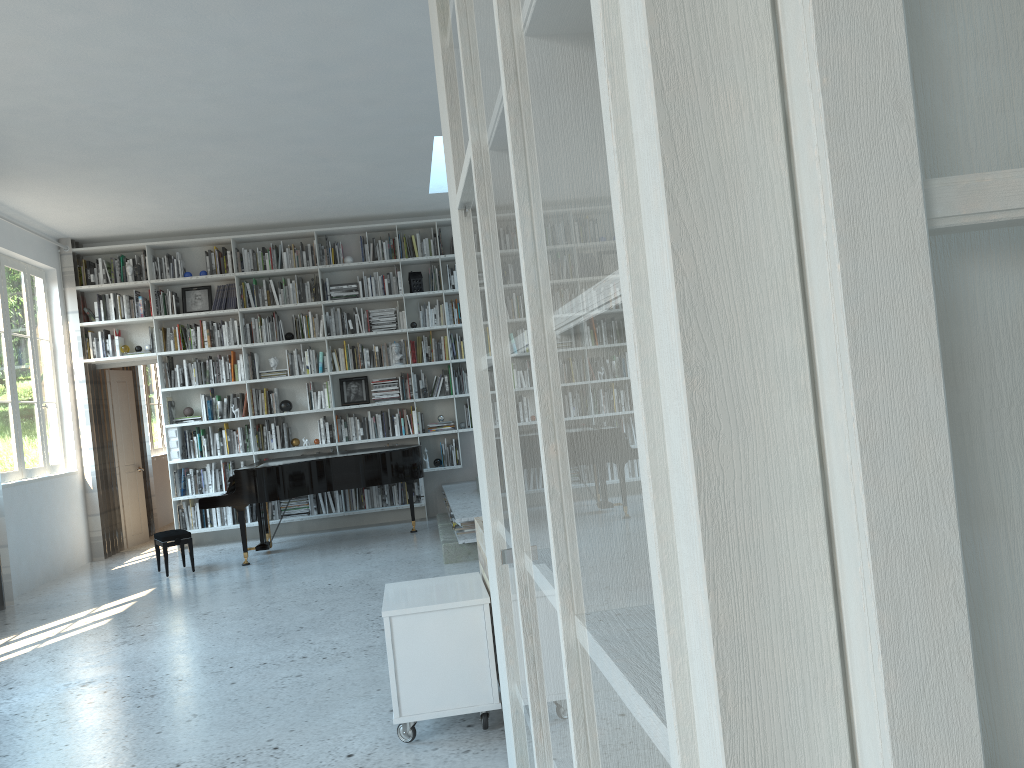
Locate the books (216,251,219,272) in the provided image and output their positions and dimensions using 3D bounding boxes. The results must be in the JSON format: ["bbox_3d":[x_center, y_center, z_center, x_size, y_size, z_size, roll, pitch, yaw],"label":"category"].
[{"bbox_3d":[-3.039,-1.239,9.218,0.010,0.263,0.156,-6,0,-7],"label":"books"}]

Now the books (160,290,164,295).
[{"bbox_3d":[-3.602,-0.824,9.157,0.006,0.289,0.144,-6,0,-7],"label":"books"}]

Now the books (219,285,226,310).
[{"bbox_3d":[-3.000,-0.879,9.237,0.110,0.279,0.174,-6,0,-7],"label":"books"}]

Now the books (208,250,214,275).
[{"bbox_3d":[-3.111,-1.240,9.211,0.024,0.279,0.188,-6,0,-7],"label":"books"}]

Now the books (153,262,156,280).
[{"bbox_3d":[-3.671,-1.144,9.151,0.017,0.204,0.142,-6,0,-7],"label":"books"}]

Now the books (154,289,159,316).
[{"bbox_3d":[-3.646,-0.822,9.135,0.005,0.292,0.184,-6,0,-7],"label":"books"}]

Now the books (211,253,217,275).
[{"bbox_3d":[-3.083,-1.227,9.213,0.028,0.249,0.155,-6,0,-7],"label":"books"}]

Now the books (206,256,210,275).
[{"bbox_3d":[-3.134,-1.206,9.213,0.028,0.218,0.153,-6,0,-7],"label":"books"}]

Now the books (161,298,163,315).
[{"bbox_3d":[-3.582,-0.789,9.133,0.004,0.214,0.186,-6,0,-7],"label":"books"}]

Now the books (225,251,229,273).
[{"bbox_3d":[-2.950,-1.246,9.247,0.022,0.260,0.152,-6,0,-7],"label":"books"}]

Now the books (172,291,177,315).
[{"bbox_3d":[-3.475,-0.820,9.159,0.012,0.254,0.166,-6,0,-7],"label":"books"}]

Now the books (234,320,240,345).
[{"bbox_3d":[-2.844,-0.521,9.228,0.035,0.264,0.177,-6,0,-7],"label":"books"}]

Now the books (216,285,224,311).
[{"bbox_3d":[-3.020,-0.877,9.217,0.110,0.279,0.174,-6,0,-7],"label":"books"}]

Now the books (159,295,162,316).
[{"bbox_3d":[-3.610,-0.798,9.154,0.005,0.238,0.154,-6,0,-7],"label":"books"}]

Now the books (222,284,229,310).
[{"bbox_3d":[-2.968,-0.885,9.221,0.097,0.282,0.174,-6,0,-7],"label":"books"}]

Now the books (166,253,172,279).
[{"bbox_3d":[-3.524,-1.197,9.149,0.015,0.279,0.190,-6,0,-7],"label":"books"}]

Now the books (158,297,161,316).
[{"bbox_3d":[-3.618,-0.780,9.152,0.015,0.207,0.172,-6,0,-7],"label":"books"}]

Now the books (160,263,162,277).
[{"bbox_3d":[-3.604,-1.145,9.171,0.017,0.194,0.129,-6,0,-7],"label":"books"}]

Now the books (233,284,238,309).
[{"bbox_3d":[-2.869,-0.898,9.239,0.078,0.285,0.174,-6,0,-7],"label":"books"}]

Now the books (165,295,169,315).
[{"bbox_3d":[-3.538,-0.796,9.144,0.018,0.218,0.186,-6,0,-7],"label":"books"}]

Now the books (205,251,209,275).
[{"bbox_3d":[-3.158,-1.233,9.223,0.013,0.278,0.151,-6,0,-7],"label":"books"}]

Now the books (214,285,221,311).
[{"bbox_3d":[-3.045,-0.875,9.232,0.110,0.279,0.174,-6,0,-7],"label":"books"}]

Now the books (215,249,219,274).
[{"bbox_3d":[-3.052,-1.247,9.228,0.013,0.283,0.166,-6,0,-7],"label":"books"}]

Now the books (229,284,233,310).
[{"bbox_3d":[-2.916,-0.893,9.252,0.078,0.285,0.174,-6,0,-7],"label":"books"}]

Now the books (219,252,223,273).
[{"bbox_3d":[-3.020,-1.236,9.250,0.013,0.254,0.129,-6,0,-7],"label":"books"}]

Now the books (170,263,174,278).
[{"bbox_3d":[-3.501,-1.150,9.169,0.026,0.182,0.161,-6,0,-7],"label":"books"}]

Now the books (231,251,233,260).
[{"bbox_3d":[-2.889,-1.248,9.256,0.039,0.252,0.146,-6,0,-7],"label":"books"}]

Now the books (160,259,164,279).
[{"bbox_3d":[-3.588,-1.163,9.156,0.013,0.225,0.177,-6,0,-7],"label":"books"}]

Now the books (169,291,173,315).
[{"bbox_3d":[-3.503,-0.819,9.148,0.023,0.258,0.183,-6,0,-7],"label":"books"}]

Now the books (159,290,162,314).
[{"bbox_3d":[-3.606,-0.818,9.153,0.005,0.277,0.146,-6,0,-7],"label":"books"}]

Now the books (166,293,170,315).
[{"bbox_3d":[-3.529,-0.809,9.157,0.019,0.244,0.153,-6,0,-7],"label":"books"}]

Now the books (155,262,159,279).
[{"bbox_3d":[-3.641,-1.150,9.160,0.032,0.210,0.158,-6,0,-7],"label":"books"}]

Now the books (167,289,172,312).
[{"bbox_3d":[-3.519,-0.829,9.156,0.005,0.281,0.190,-6,0,-7],"label":"books"}]

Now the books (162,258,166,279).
[{"bbox_3d":[-3.576,-1.173,9.163,0.016,0.243,0.156,-6,0,-7],"label":"books"}]

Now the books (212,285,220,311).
[{"bbox_3d":[-3.066,-0.872,9.220,0.110,0.279,0.174,-6,0,-7],"label":"books"}]

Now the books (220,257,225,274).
[{"bbox_3d":[-2.994,-1.207,9.228,0.027,0.190,0.177,-6,0,-7],"label":"books"}]

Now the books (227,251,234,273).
[{"bbox_3d":[-2.923,-1.246,9.237,0.031,0.254,0.178,-6,0,-7],"label":"books"}]

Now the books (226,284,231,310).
[{"bbox_3d":[-2.938,-0.891,9.245,0.078,0.285,0.174,-6,0,-7],"label":"books"}]

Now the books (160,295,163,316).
[{"bbox_3d":[-3.590,-0.795,9.142,0.009,0.228,0.184,-6,0,-7],"label":"books"}]

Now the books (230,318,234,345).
[{"bbox_3d":[-2.889,-0.531,9.213,0.012,0.291,0.182,-6,0,-7],"label":"books"}]

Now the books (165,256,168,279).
[{"bbox_3d":[-3.547,-1.185,9.162,0.016,0.261,0.154,-6,0,-7],"label":"books"}]

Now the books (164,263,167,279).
[{"bbox_3d":[-3.560,-1.149,9.173,0.014,0.192,0.146,-6,0,-7],"label":"books"}]

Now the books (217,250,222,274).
[{"bbox_3d":[-3.029,-1.245,9.220,0.011,0.274,0.183,-6,0,-7],"label":"books"}]

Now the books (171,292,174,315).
[{"bbox_3d":[-3.487,-0.816,9.159,0.011,0.250,0.168,-6,0,-7],"label":"books"}]

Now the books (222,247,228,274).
[{"bbox_3d":[-2.973,-1.263,9.221,0.025,0.297,0.163,-6,0,-7],"label":"books"}]

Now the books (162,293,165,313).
[{"bbox_3d":[-3.571,-0.807,9.157,0.010,0.249,0.166,-6,0,-7],"label":"books"}]

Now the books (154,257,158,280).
[{"bbox_3d":[-3.663,-1.172,9.158,0.007,0.259,0.156,-6,0,-7],"label":"books"}]

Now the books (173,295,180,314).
[{"bbox_3d":[-3.460,-0.801,9.153,0.012,0.214,0.185,-6,0,-7],"label":"books"}]

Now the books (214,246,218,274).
[{"bbox_3d":[-3.069,-1.264,9.242,0.014,0.321,0.136,-6,0,-7],"label":"books"}]

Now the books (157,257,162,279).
[{"bbox_3d":[-3.620,-1.172,9.155,0.012,0.249,0.180,-6,0,-7],"label":"books"}]

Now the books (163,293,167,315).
[{"bbox_3d":[-3.561,-0.807,9.137,0.004,0.246,0.189,-6,0,-7],"label":"books"}]

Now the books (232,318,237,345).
[{"bbox_3d":[-2.874,-0.531,9.227,0.022,0.289,0.169,-6,0,-7],"label":"books"}]

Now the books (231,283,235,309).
[{"bbox_3d":[-2.893,-0.896,9.250,0.078,0.285,0.174,-6,0,-7],"label":"books"}]

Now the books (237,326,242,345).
[{"bbox_3d":[-2.802,-0.495,9.207,0.039,0.202,0.236,-6,-1,-7],"label":"books"}]

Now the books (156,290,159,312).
[{"bbox_3d":[-3.632,-0.819,9.147,0.006,0.287,0.148,-6,0,-7],"label":"books"}]

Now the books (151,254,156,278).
[{"bbox_3d":[-3.688,-1.182,9.158,0.007,0.285,0.159,-6,0,-7],"label":"books"}]

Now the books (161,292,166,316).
[{"bbox_3d":[-3.579,-0.812,9.147,0.009,0.260,0.184,-6,0,-7],"label":"books"}]
